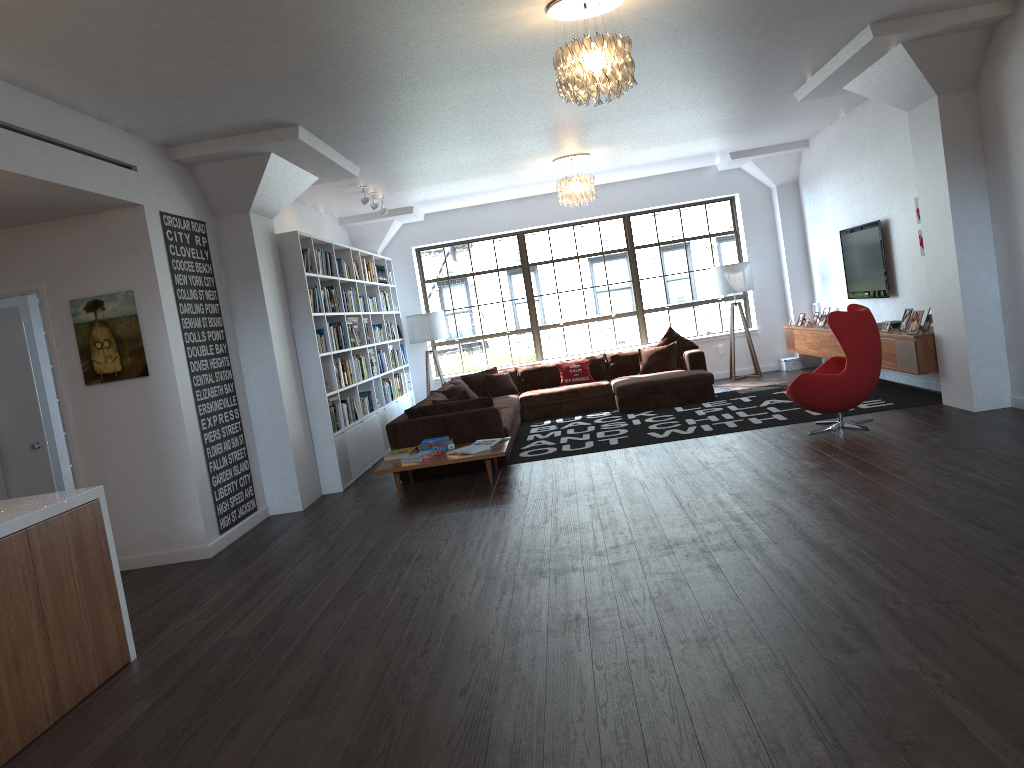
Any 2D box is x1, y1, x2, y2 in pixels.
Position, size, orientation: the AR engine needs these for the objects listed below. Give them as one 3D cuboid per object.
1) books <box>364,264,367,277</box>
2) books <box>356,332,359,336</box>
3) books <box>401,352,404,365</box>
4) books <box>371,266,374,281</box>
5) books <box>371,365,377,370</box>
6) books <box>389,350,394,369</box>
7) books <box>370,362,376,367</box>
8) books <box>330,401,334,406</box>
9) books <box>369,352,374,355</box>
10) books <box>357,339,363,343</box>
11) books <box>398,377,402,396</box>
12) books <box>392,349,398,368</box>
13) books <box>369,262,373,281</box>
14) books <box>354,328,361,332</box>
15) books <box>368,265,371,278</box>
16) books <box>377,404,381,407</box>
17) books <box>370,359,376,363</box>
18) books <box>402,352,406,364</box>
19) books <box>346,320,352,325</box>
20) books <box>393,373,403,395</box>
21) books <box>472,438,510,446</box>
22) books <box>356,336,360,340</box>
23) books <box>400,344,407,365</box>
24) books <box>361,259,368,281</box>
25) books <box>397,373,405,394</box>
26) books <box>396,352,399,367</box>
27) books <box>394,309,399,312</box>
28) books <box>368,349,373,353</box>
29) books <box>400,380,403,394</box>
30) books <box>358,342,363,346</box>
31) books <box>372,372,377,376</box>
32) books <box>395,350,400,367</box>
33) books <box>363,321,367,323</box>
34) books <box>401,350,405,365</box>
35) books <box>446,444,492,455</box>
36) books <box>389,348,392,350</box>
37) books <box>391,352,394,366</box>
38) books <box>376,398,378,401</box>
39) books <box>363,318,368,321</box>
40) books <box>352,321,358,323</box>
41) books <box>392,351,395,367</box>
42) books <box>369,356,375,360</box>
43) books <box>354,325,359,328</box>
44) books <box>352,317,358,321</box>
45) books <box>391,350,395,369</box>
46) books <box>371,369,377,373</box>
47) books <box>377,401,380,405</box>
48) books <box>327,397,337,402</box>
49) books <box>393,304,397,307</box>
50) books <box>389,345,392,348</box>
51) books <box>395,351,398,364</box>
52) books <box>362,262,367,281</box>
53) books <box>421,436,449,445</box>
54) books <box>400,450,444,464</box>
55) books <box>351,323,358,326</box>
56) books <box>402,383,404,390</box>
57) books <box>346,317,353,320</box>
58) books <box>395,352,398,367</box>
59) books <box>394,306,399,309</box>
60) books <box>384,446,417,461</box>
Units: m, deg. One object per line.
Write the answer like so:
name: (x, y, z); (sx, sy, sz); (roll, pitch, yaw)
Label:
books: (-1.860, -1.340, 10.814); (0.161, 0.223, 0.027); (-9, 4, 4)
books: (-1.815, -0.552, 9.955); (0.168, 0.045, 0.231); (-9, 4, -1)
books: (-1.599, -0.360, 12.275); (0.172, 0.235, 0.112); (-9, 4, 4)
books: (-1.840, -1.386, 11.201); (0.160, 0.250, 0.026); (-9, 4, 4)
books: (-1.738, -0.175, 10.454); (0.259, 0.040, 0.180); (-9, 4, 4)
books: (-1.646, -0.305, 11.530); (0.174, 0.251, 0.051); (-9, 4, 4)
books: (-1.731, -0.217, 10.436); (0.231, 0.044, 0.168); (-9, 4, -1)
books: (-1.782, 0.191, 8.384); (0.174, 0.045, 0.240); (-10, 4, -7)
books: (-1.735, -0.346, 10.417); (0.208, 0.024, 0.144); (-8, 4, 9)
books: (-1.792, -0.470, 9.951); (0.160, 0.039, 0.251); (-8, 4, 9)
books: (-1.578, 0.046, 11.850); (0.189, 0.247, 0.057); (-9, 4, 4)
books: (-1.636, -0.329, 11.823); (0.183, 0.253, 0.042); (-9, 4, 4)
books: (-1.843, -1.379, 11.094); (0.183, 0.253, 0.034); (-9, 4, 4)
books: (-1.814, -0.595, 9.947); (0.183, 0.042, 0.253); (-9, 4, 4)
books: (-1.852, -1.361, 11.027); (0.168, 0.231, 0.037); (-9, 4, 4)
books: (-1.700, 0.273, 10.432); (0.284, 0.035, 0.197); (-9, 4, 4)
books: (-1.742, -0.256, 10.425); (0.253, 0.040, 0.183); (-9, 4, 4)
books: (-1.596, -0.358, 12.427); (0.161, 0.213, 0.146); (-9, 4, 4)
books: (-1.835, -0.653, 9.551); (0.174, 0.045, 0.240); (-9, 4, 3)
books: (-1.562, 0.015, 11.898); (0.140, 0.298, 0.044); (-9, 4, 4)
books: (-0.201, 0.506, 7.876); (0.256, 0.035, 0.350); (-7, 5, 29)
books: (-1.823, -0.505, 9.945); (0.180, 0.042, 0.259); (-9, 4, 4)
books: (-1.596, -0.407, 12.524); (0.176, 0.290, 0.053); (-9, 4, 4)
books: (-1.866, -1.376, 10.852); (0.176, 0.290, 0.053); (-9, 4, 4)
books: (-1.571, 0.003, 12.117); (0.176, 0.290, 0.053); (-9, 4, 4)
books: (-1.619, -0.318, 11.961); (0.161, 0.221, 0.035); (-9, 4, 3)
books: (-1.737, -1.002, 12.300); (0.284, 0.035, 0.197); (-6, 5, 34)
books: (-1.744, -0.376, 10.408); (0.185, 0.041, 0.129); (-8, 5, 18)
books: (-1.558, 0.056, 11.947); (0.144, 0.207, 0.048); (-9, 4, 4)
books: (-1.783, -0.432, 9.956); (0.171, 0.039, 0.246); (-9, 4, 4)
books: (-1.721, -0.098, 10.432); (0.246, 0.038, 0.171); (-9, 4, 4)
books: (-1.623, -0.335, 12.047); (0.168, 0.228, 0.139); (-9, 4, 4)
books: (-1.803, -0.703, 10.286); (0.223, 0.031, 0.161); (-9, 4, 4)
books: (-1.593, -0.356, 12.376); (0.161, 0.213, 0.118); (-9, 4, 4)
books: (-0.372, 0.558, 7.543); (0.342, 0.040, 0.231); (-5, 6, 44)
books: (-1.681, -0.441, 11.528); (0.223, 0.031, 0.161); (-9, 4, 4)
books: (-1.635, -0.297, 11.601); (0.161, 0.223, 0.030); (-9, 4, 4)
books: (-1.714, 0.207, 10.431); (0.254, 0.032, 0.174); (-8, 4, 9)
books: (-1.807, -0.733, 10.292); (0.224, 0.030, 0.161); (-8, 4, 14)
books: (-1.827, -0.686, 9.961); (0.144, 0.024, 0.208); (-8, 4, 9)
books: (-1.642, -0.315, 11.704); (0.171, 0.246, 0.036); (-9, 4, 4)
books: (-1.741, -0.292, 10.428); (0.223, 0.032, 0.161); (-9, 4, 4)
books: (-1.826, -0.630, 9.951); (0.161, 0.033, 0.223); (-9, 4, 4)
books: (-1.826, -0.720, 9.955); (0.129, 0.043, 0.185); (-8, 5, 18)
books: (-1.650, -0.311, 11.635); (0.183, 0.253, 0.039); (-9, 4, 4)
books: (-1.729, -0.135, 10.432); (0.251, 0.037, 0.160); (-8, 4, 9)
books: (-1.705, 0.239, 10.430); (0.284, 0.033, 0.197); (-10, 4, -11)
books: (-1.781, 0.156, 8.359); (0.223, 0.027, 0.161); (-8, 4, 13)
books: (-1.745, -1.068, 12.290); (0.254, 0.032, 0.174); (-6, 6, 39)
books: (-1.685, -0.470, 11.534); (0.224, 0.030, 0.161); (-8, 4, 14)
books: (-1.631, -0.336, 11.924); (0.160, 0.251, 0.039); (-9, 4, 4)
books: (-1.864, -1.348, 10.772); (0.171, 0.246, 0.057); (-9, 4, 4)
books: (-0.688, 0.508, 7.971); (0.224, 0.027, 0.157); (-8, 4, 9)
books: (-0.768, 0.620, 7.579); (0.236, 0.035, 0.340); (-7, 5, 29)
books: (-1.844, -0.658, 9.973); (0.223, 0.027, 0.161); (-10, 4, -7)
books: (-1.565, 0.039, 12.079); (0.161, 0.223, 0.027); (-9, 4, 4)
books: (-1.834, -0.688, 9.525); (0.223, 0.027, 0.161); (-8, 4, 13)
books: (-1.625, -0.320, 11.889); (0.161, 0.223, 0.032); (-9, 4, 4)
books: (-1.742, -1.036, 12.298); (0.284, 0.033, 0.197); (-8, 5, 19)
books: (-0.994, 0.623, 7.935); (0.241, 0.045, 0.334); (-9, 4, 5)
